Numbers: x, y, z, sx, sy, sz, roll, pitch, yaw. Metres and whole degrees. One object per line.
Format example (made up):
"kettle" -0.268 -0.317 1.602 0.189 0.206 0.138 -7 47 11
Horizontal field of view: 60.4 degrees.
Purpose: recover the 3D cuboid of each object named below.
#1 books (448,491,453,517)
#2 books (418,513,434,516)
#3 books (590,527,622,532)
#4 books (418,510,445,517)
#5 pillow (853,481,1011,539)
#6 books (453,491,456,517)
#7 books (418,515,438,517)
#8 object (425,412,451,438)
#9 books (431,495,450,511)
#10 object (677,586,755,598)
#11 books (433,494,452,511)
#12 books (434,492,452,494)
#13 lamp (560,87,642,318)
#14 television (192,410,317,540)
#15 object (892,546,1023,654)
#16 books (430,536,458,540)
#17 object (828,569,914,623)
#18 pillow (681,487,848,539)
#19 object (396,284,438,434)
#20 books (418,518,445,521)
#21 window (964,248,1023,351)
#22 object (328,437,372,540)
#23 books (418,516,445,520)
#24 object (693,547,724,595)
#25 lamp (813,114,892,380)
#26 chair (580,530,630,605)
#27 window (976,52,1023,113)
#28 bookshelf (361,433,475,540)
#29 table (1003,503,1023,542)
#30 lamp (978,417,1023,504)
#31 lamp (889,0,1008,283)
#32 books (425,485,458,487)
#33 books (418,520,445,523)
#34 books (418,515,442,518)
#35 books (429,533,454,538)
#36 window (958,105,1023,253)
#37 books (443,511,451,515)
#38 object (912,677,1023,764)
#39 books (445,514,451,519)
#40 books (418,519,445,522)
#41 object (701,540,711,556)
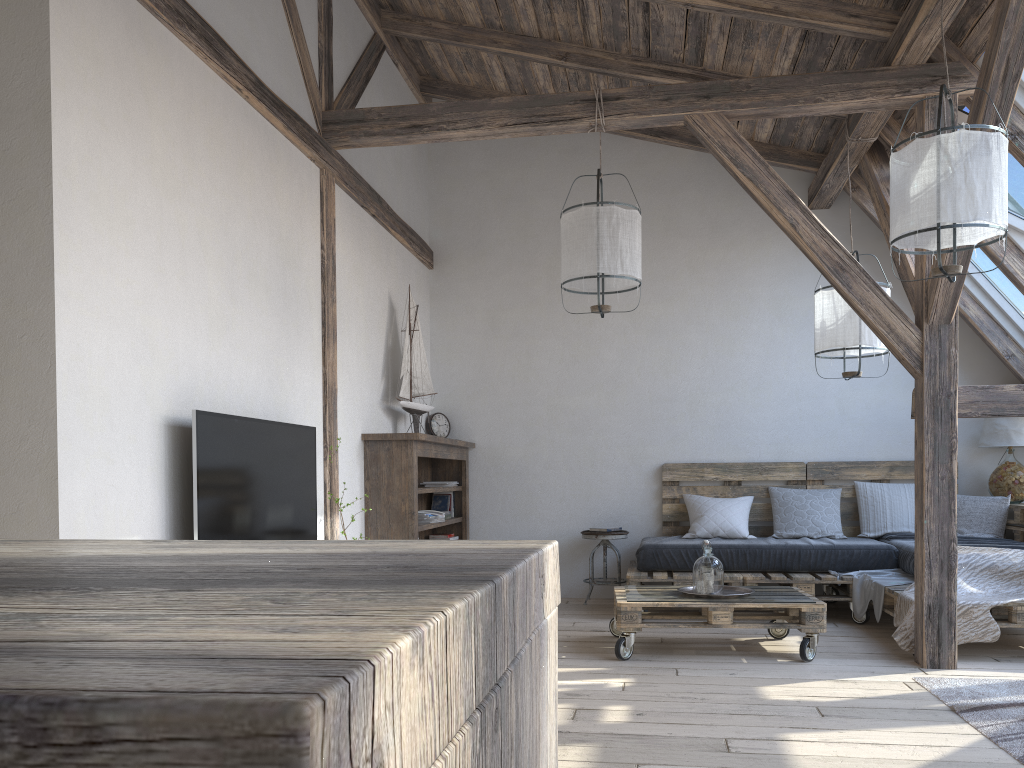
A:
"books" -0.507 0.896 6.581 0.135 0.201 0.021 -1 1 9
"books" -0.611 0.859 5.818 0.205 0.009 0.259 -3 -6 21
"books" 0.674 1.045 6.332 0.150 0.021 0.205 -5 -8 38
"books" -0.572 0.854 5.869 0.221 0.088 0.262 0 -5 -11
"pillow" 2.844 0.856 6.004 0.969 0.399 0.387 -3 -3 26
"books" -0.493 0.901 6.619 0.136 0.200 0.021 -1 1 9
"books" -0.606 0.868 5.823 0.205 0.009 0.259 -2 -6 16
"object" -0.556 0.320 6.642 0.205 0.209 0.082 2 -2 -45
"books" -0.526 0.900 6.471 0.131 0.172 0.082 -1 0 10
"object" 1.060 1.081 4.575 0.395 0.021 0.396 -4 -7 29
"books" -0.517 0.901 6.503 0.139 0.176 0.059 -1 0 8
"books" -0.518 0.895 6.528 0.139 0.191 0.050 -1 1 8
"lamp" 0.445 -0.897 4.451 0.400 1.083 0.407 -1 0 -40
"television" -1.025 0.499 3.610 0.207 0.703 1.107 0 -4 9
"object" 2.399 1.089 4.442 0.812 0.473 1.012 -4 -6 39
"books" -0.502 1.142 6.496 0.157 0.021 0.220 -2 -6 13
"object" 2.255 1.259 5.244 0.505 0.276 0.712 0 -5 -7
"pillow" 1.753 0.896 6.148 1.130 0.355 0.352 -1 -3 9
"object" -0.624 -0.135 5.816 0.140 0.991 0.791 0 -2 14
"books" -0.581 0.897 5.850 0.205 0.009 0.259 -2 -6 11
"window" 2.906 -0.790 5.373 1.096 1.276 0.857 -1 -1 9
"object" -0.835 0.844 4.582 0.275 1.119 0.516 -1 0 -4
"books" -0.600 0.885 5.819 0.205 0.009 0.259 -3 -7 26
"object" 1.005 0.959 4.505 0.156 0.247 0.156 0 -1 -22
"lamp" 1.920 -0.789 4.975 0.407 1.516 0.400 -1 1 -40
"chair" 0.673 1.318 6.359 0.354 0.520 0.354 -1 -1 13
"window" 2.613 -0.981 3.557 1.096 1.276 0.857 -1 -1 9
"bookshelf" -0.575 0.957 5.928 0.348 1.171 1.630 0 -4 9
"table" 3.560 1.119 5.576 0.675 0.700 1.021 -1 -4 9
"lamp" 3.325 0.886 6.123 0.389 1.283 0.824 -1 -1 -5
"lamp" 1.660 -1.061 3.364 0.407 1.304 0.400 -1 1 -15
"books" -0.516 0.745 6.435 0.204 0.009 0.259 -1 -6 4
"books" -0.586 0.912 5.828 0.205 0.009 0.259 -2 -6 18
"books" -0.592 0.878 5.829 0.205 0.009 0.259 -2 -6 16
"books" -0.520 1.123 6.516 0.143 0.019 0.203 -1 -6 9
"window" 2.805 -0.887 4.458 1.350 1.276 0.857 -1 -1 9
"books" -0.542 0.927 6.316 0.150 0.021 0.205 -2 -6 13
"object" 2.593 1.086 2.167 2.188 0.056 3.202 -2 -6 9
"books" -0.545 0.954 6.325 0.162 0.030 0.220 -2 -6 12
"books" -0.585 0.904 5.836 0.205 0.009 0.259 -2 -6 14
"object" 1.031 0.964 4.668 0.071 0.267 0.154 0 -1 9
